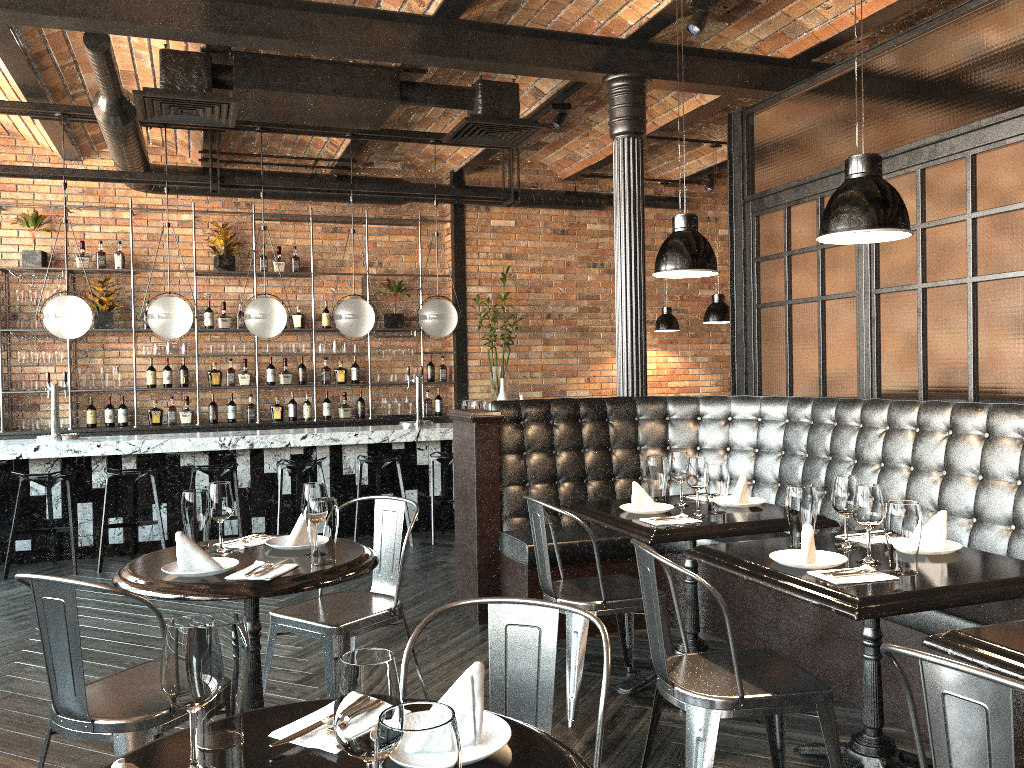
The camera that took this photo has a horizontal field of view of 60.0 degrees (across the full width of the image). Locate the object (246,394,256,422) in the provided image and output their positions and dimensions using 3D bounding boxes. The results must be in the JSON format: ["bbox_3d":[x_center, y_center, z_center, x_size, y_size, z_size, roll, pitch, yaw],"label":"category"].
[{"bbox_3d":[-2.645,0.244,8.986,0.083,0.282,0.083,-2,1,-35],"label":"object"}]

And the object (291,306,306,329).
[{"bbox_3d":[-2.198,-0.683,9.136,0.151,0.248,0.094,-1,1,9],"label":"object"}]

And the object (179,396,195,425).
[{"bbox_3d":[-3.213,0.260,8.769,0.123,0.279,0.123,-1,1,-6],"label":"object"}]

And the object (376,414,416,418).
[{"bbox_3d":[-1.214,0.343,9.439,0.437,0.019,0.273,-1,1,-20],"label":"object"}]

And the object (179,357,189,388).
[{"bbox_3d":[-3.245,-0.114,8.772,0.086,0.297,0.086,-1,1,29],"label":"object"}]

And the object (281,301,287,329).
[{"bbox_3d":[-2.359,-0.707,9.112,0.086,0.298,0.086,-1,1,29],"label":"object"}]

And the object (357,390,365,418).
[{"bbox_3d":[-1.596,0.210,9.363,0.086,0.299,0.086,-1,1,29],"label":"object"}]

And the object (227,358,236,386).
[{"bbox_3d":[-2.827,-0.116,8.918,0.083,0.282,0.083,-1,1,-20],"label":"object"}]

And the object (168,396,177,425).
[{"bbox_3d":[-3.348,0.260,8.736,0.083,0.282,0.083,-1,1,-20],"label":"object"}]

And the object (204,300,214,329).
[{"bbox_3d":[-3.023,-0.690,8.851,0.086,0.298,0.086,-1,1,29],"label":"object"}]

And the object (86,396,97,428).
[{"bbox_3d":[-4.030,0.269,8.499,0.086,0.299,0.086,-1,1,29],"label":"object"}]

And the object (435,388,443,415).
[{"bbox_3d":[-0.799,0.192,9.658,0.086,0.298,0.086,-1,1,29],"label":"object"}]

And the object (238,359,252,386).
[{"bbox_3d":[-2.691,-0.116,8.952,0.123,0.279,0.123,-1,1,-6],"label":"object"}]

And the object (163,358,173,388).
[{"bbox_3d":[-3.397,-0.111,8.748,0.086,0.298,0.086,-1,1,29],"label":"object"}]

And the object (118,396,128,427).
[{"bbox_3d":[-3.770,0.262,8.593,0.086,0.298,0.086,-1,1,29],"label":"object"}]

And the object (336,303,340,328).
[{"bbox_3d":[-1.788,-0.709,9.268,0.123,0.279,0.123,-1,1,-11],"label":"object"}]

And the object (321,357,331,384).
[{"bbox_3d":[-1.937,-0.137,9.235,0.083,0.282,0.083,-2,1,-35],"label":"object"}]

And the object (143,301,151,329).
[{"bbox_3d":[-3.554,-0.669,8.654,0.083,0.282,0.083,-2,1,-35],"label":"object"}]

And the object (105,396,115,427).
[{"bbox_3d":[-3.890,0.264,8.576,0.086,0.298,0.086,-1,1,29],"label":"object"}]

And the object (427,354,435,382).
[{"bbox_3d":[-0.882,-0.171,9.614,0.086,0.299,0.086,-1,1,29],"label":"object"}]

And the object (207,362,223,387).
[{"bbox_3d":[-2.971,-0.094,8.866,0.151,0.248,0.094,-2,1,-31],"label":"object"}]

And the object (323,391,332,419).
[{"bbox_3d":[-1.928,0.218,9.249,0.086,0.298,0.086,-1,1,29],"label":"object"}]

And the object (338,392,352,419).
[{"bbox_3d":[-1.750,0.225,9.290,0.123,0.279,0.123,-2,1,-31],"label":"object"}]

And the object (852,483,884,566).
[{"bbox_3d":[1.105,0.434,2.750,0.092,0.244,0.092,-1,1,31],"label":"object"}]

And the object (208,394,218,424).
[{"bbox_3d":[-2.980,0.244,8.840,0.086,0.297,0.086,-1,1,14],"label":"object"}]

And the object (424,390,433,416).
[{"bbox_3d":[-0.912,0.202,9.603,0.083,0.282,0.083,-2,1,-35],"label":"object"}]

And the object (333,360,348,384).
[{"bbox_3d":[-1.792,-0.122,9.286,0.151,0.248,0.094,-1,1,-11],"label":"object"}]

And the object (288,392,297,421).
[{"bbox_3d":[-2.259,0.227,9.138,0.086,0.298,0.086,-1,1,29],"label":"object"}]

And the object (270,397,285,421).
[{"bbox_3d":[-2.399,0.256,9.073,0.151,0.248,0.094,-1,1,-11],"label":"object"}]

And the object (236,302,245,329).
[{"bbox_3d":[-2.736,-0.689,8.945,0.083,0.282,0.083,-1,1,-20],"label":"object"}]

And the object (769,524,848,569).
[{"bbox_3d":[0.922,0.495,2.764,0.232,0.139,0.232,-2,1,-35],"label":"object"}]

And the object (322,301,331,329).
[{"bbox_3d":[-1.933,-0.715,9.237,0.086,0.299,0.086,-1,1,29],"label":"object"}]

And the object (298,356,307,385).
[{"bbox_3d":[-2.166,-0.140,9.156,0.086,0.299,0.086,-1,1,29],"label":"object"}]

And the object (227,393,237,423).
[{"bbox_3d":[-2.820,0.239,8.931,0.086,0.298,0.086,-1,1,29],"label":"object"}]

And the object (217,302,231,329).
[{"bbox_3d":[-2.883,-0.682,8.878,0.123,0.279,0.123,-2,1,-31],"label":"object"}]

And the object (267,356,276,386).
[{"bbox_3d":[-2.460,-0.133,9.056,0.086,0.298,0.086,-1,1,29],"label":"object"}]

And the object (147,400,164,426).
[{"bbox_3d":[-3.493,0.282,8.684,0.151,0.248,0.094,-2,1,-31],"label":"object"}]

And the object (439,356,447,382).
[{"bbox_3d":[-0.752,-0.165,9.657,0.083,0.282,0.083,-1,1,-10],"label":"object"}]

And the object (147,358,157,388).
[{"bbox_3d":[-3.526,-0.106,8.675,0.086,0.299,0.086,-1,1,29],"label":"object"}]

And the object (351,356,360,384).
[{"bbox_3d":[-1.652,-0.151,9.351,0.086,0.298,0.086,-1,1,29],"label":"object"}]

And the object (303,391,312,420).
[{"bbox_3d":[-2.117,0.224,9.174,0.080,0.299,0.080,-1,1,-17],"label":"object"}]

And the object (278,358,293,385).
[{"bbox_3d":[-2.320,-0.125,9.084,0.123,0.279,0.123,-2,1,-31],"label":"object"}]

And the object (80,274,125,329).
[{"bbox_3d":[-3.907,-0.781,8.498,0.430,0.526,0.425,-1,1,-7],"label":"object"}]
